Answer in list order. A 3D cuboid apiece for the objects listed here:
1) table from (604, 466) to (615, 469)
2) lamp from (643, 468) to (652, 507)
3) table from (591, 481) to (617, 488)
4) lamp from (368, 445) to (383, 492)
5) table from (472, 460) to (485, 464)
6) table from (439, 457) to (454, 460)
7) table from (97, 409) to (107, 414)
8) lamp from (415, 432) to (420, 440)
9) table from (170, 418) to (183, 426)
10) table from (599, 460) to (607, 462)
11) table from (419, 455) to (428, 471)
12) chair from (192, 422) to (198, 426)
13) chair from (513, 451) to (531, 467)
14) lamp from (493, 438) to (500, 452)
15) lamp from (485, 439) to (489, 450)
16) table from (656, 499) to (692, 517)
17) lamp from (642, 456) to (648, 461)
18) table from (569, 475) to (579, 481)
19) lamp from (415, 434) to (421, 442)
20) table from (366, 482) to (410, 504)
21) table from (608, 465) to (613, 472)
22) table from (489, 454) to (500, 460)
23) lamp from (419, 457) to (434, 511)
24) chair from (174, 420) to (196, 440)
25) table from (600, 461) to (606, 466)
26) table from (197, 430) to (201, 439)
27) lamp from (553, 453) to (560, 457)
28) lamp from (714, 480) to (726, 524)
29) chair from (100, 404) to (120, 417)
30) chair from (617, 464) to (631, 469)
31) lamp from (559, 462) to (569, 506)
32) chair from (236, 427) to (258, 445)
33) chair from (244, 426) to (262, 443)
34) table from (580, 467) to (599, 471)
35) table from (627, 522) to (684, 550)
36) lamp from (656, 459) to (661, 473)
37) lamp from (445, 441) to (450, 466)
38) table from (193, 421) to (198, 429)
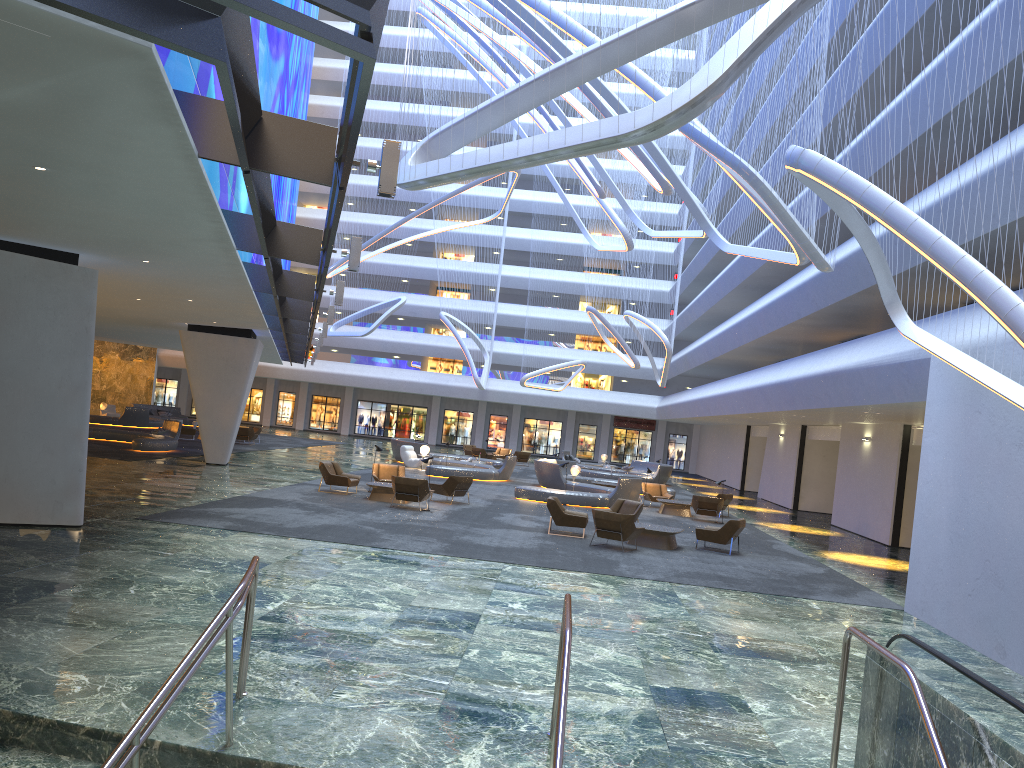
[{"bbox_3d":[5.299,4.726,48.485,0.671,0.406,0.674,6,-2,0],"label":"table"},{"bbox_3d":[4.444,3.397,29.203,0.201,1.300,0.384,6,-1,20],"label":"lamp"},{"bbox_3d":[3.522,3.901,32.970,1.202,0.392,1.204,6,-2,4],"label":"table"},{"bbox_3d":[-3.711,2.299,24.091,0.201,1.300,0.384,6,-1,20],"label":"lamp"},{"bbox_3d":[-1.411,3.627,39.465,0.675,0.406,0.670,7,-2,-34],"label":"table"},{"bbox_3d":[-2.907,3.456,39.283,0.672,0.406,0.672,5,-2,23],"label":"table"},{"bbox_3d":[-21.016,1.615,45.369,0.418,0.595,0.428,6,-1,3],"label":"table"},{"bbox_3d":[-4.564,2.933,41.955,0.202,1.300,0.383,7,-1,-42],"label":"lamp"},{"bbox_3d":[-18.604,2.145,49.134,0.672,0.406,0.672,8,-2,-42],"label":"table"},{"bbox_3d":[5.246,4.724,51.137,0.418,0.595,0.427,7,-1,-22],"label":"table"},{"bbox_3d":[-3.510,3.096,34.838,0.418,0.595,0.427,7,-1,-22],"label":"table"},{"bbox_3d":[-17.532,2.226,49.414,0.586,0.501,0.492,6,-1,20],"label":"chair"},{"bbox_3d":[0.469,3.962,47.094,0.930,0.766,0.938,7,-2,-18],"label":"chair"},{"bbox_3d":[-0.912,3.611,48.820,0.385,1.300,0.201,7,-1,-35],"label":"lamp"},{"bbox_3d":[-1.305,3.427,45.338,0.202,1.300,0.383,7,-1,-34],"label":"lamp"},{"bbox_3d":[5.079,3.850,27.534,1.203,0.392,1.204,6,-2,3],"label":"table"},{"bbox_3d":[6.831,4.330,45.716,0.384,1.300,0.202,6,0,3],"label":"lamp"},{"bbox_3d":[2.202,3.604,32.013,0.418,0.595,0.428,6,-1,3],"label":"table"},{"bbox_3d":[-4.275,2.867,39.559,0.384,1.300,0.202,6,0,-3],"label":"lamp"},{"bbox_3d":[-3.076,2.752,22.422,1.202,0.392,1.204,6,-2,4],"label":"table"},{"bbox_3d":[5.044,4.447,45.104,0.418,0.595,0.428,6,-1,0],"label":"table"},{"bbox_3d":[-1.354,3.943,47.059,1.201,0.392,1.206,4,-3,39],"label":"table"},{"bbox_3d":[-2.039,2.356,21.015,0.383,1.300,0.202,6,0,21],"label":"lamp"},{"bbox_3d":[-14.260,2.008,38.563,0.940,0.766,0.928,7,-2,-25],"label":"chair"},{"bbox_3d":[5.138,4.652,49.874,0.419,0.595,0.427,7,-1,-42],"label":"table"},{"bbox_3d":[-13.570,2.317,39.864,1.205,0.392,1.201,8,-3,-32],"label":"table"},{"bbox_3d":[1.704,3.323,34.745,0.383,1.300,0.202,6,0,21],"label":"lamp"},{"bbox_3d":[6.116,3.454,26.127,0.383,1.300,0.202,6,0,21],"label":"lamp"},{"bbox_3d":[-20.993,1.531,46.307,0.730,0.881,1.155,7,-2,-42],"label":"chair"},{"bbox_3d":[6.176,4.582,47.009,0.937,0.766,0.931,5,-2,37],"label":"chair"},{"bbox_3d":[1.526,2.968,26.497,0.383,1.300,0.202,6,0,21],"label":"lamp"},{"bbox_3d":[-11.841,2.301,39.280,0.929,0.766,0.939,6,-2,2],"label":"chair"},{"bbox_3d":[-12.216,2.339,41.208,0.928,0.766,0.941,5,-2,42],"label":"chair"},{"bbox_3d":[3.708,4.379,44.200,1.202,0.392,1.204,6,-2,4],"label":"table"},{"bbox_3d":[3.058,3.288,19.139,1.201,0.392,1.205,5,-2,22],"label":"table"},{"bbox_3d":[6.862,4.168,41.658,0.202,1.300,0.383,7,-1,-37],"label":"lamp"},{"bbox_3d":[-2.535,2.846,34.389,0.202,1.300,0.384,6,-1,-21],"label":"lamp"},{"bbox_3d":[-17.170,2.282,48.664,0.674,0.406,0.671,7,-2,-9],"label":"table"}]
